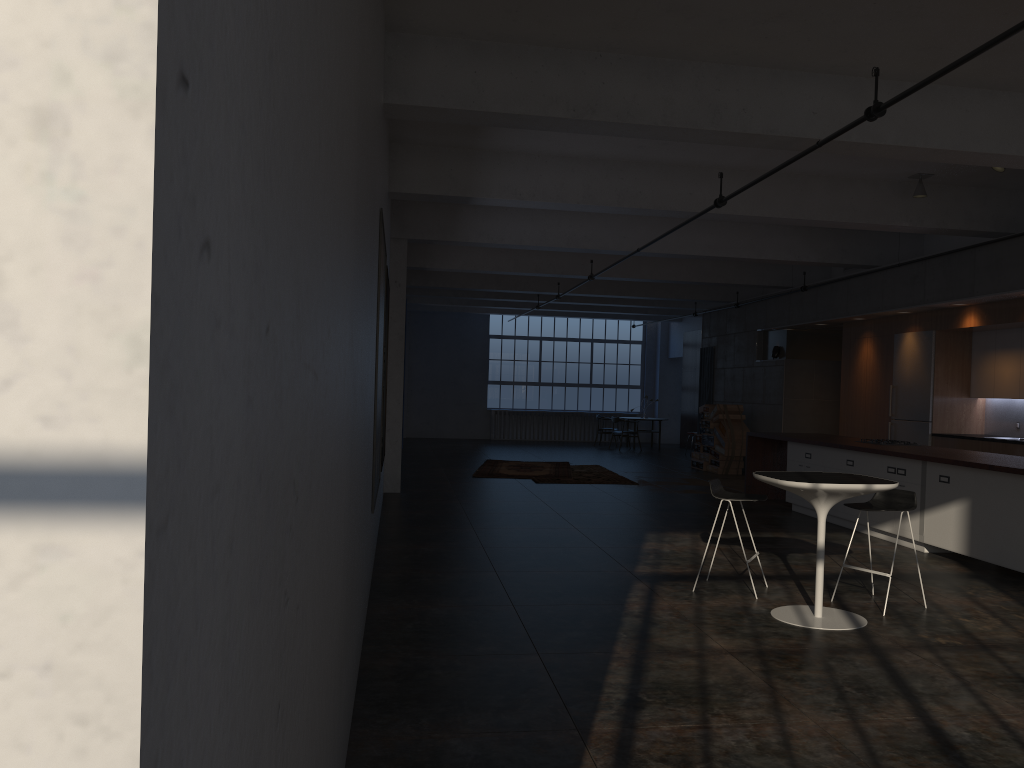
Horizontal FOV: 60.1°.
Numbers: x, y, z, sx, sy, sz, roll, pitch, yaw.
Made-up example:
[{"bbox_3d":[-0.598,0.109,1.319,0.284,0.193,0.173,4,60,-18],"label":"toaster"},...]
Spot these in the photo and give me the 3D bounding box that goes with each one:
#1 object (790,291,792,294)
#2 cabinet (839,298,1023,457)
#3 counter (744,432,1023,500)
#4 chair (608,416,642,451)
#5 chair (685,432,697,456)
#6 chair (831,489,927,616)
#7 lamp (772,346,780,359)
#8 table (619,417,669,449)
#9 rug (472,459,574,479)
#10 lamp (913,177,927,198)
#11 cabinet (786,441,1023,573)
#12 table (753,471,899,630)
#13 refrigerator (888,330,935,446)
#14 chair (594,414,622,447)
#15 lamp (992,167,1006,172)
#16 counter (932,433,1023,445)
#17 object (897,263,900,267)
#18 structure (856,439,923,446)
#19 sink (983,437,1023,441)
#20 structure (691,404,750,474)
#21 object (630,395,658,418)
[{"bbox_3d":[6.416,0.555,9.818,0.063,0.051,0.052,2,0,-16],"label":"object"},{"bbox_3d":[7.069,0.305,10.746,2.394,2.563,8.052,2,0,-8],"label":"cabinet"},{"bbox_3d":[4.325,1.182,9.500,1.149,0.971,6.611,2,0,-7],"label":"counter"},{"bbox_3d":[2.893,1.267,22.610,0.683,0.864,0.717,2,0,-21],"label":"chair"},{"bbox_3d":[4.543,1.246,21.275,0.660,0.988,0.424,2,1,-9],"label":"chair"},{"bbox_3d":[2.652,1.212,6.379,0.515,0.896,0.455,1,1,-32],"label":"chair"},{"bbox_3d":[4.804,-0.563,16.074,0.215,0.259,0.168,2,1,-27],"label":"lamp"},{"bbox_3d":[3.514,1.341,23.680,1.283,0.851,1.336,2,0,35],"label":"table"},{"bbox_3d":[0.247,1.546,16.289,1.875,0.048,3.524,2,0,2],"label":"rug"},{"bbox_3d":[4.521,-2.183,9.805,0.153,0.216,0.158,2,1,29],"label":"lamp"},{"bbox_3d":[4.390,1.211,8.895,0.928,0.930,5.611,2,0,-7],"label":"cabinet"},{"bbox_3d":[2.076,1.103,5.955,0.834,0.952,0.823,2,0,-8],"label":"table"},{"bbox_3d":[5.685,0.370,12.507,0.221,2.191,0.948,2,1,-10],"label":"refrigerator"},{"bbox_3d":[2.608,1.265,23.977,0.664,0.864,0.737,2,0,18],"label":"chair"},{"bbox_3d":[4.607,-2.131,8.319,0.225,0.287,0.130,2,1,-25],"label":"lamp"},{"bbox_3d":[6.773,0.709,9.953,1.618,0.039,4.430,2,0,-8],"label":"counter"},{"bbox_3d":[6.433,0.600,9.829,0.052,0.053,0.062,2,0,-1],"label":"object"},{"bbox_3d":[4.432,0.700,10.448,0.515,0.072,0.635,2,0,-8],"label":"structure"},{"bbox_3d":[6.189,0.767,10.773,0.526,0.192,0.724,2,0,-8],"label":"sink"},{"bbox_3d":[3.993,1.035,17.183,0.642,1.315,1.900,2,0,-7],"label":"structure"},{"bbox_3d":[3.542,0.599,23.655,0.778,0.624,0.238,2,1,-7],"label":"object"}]
